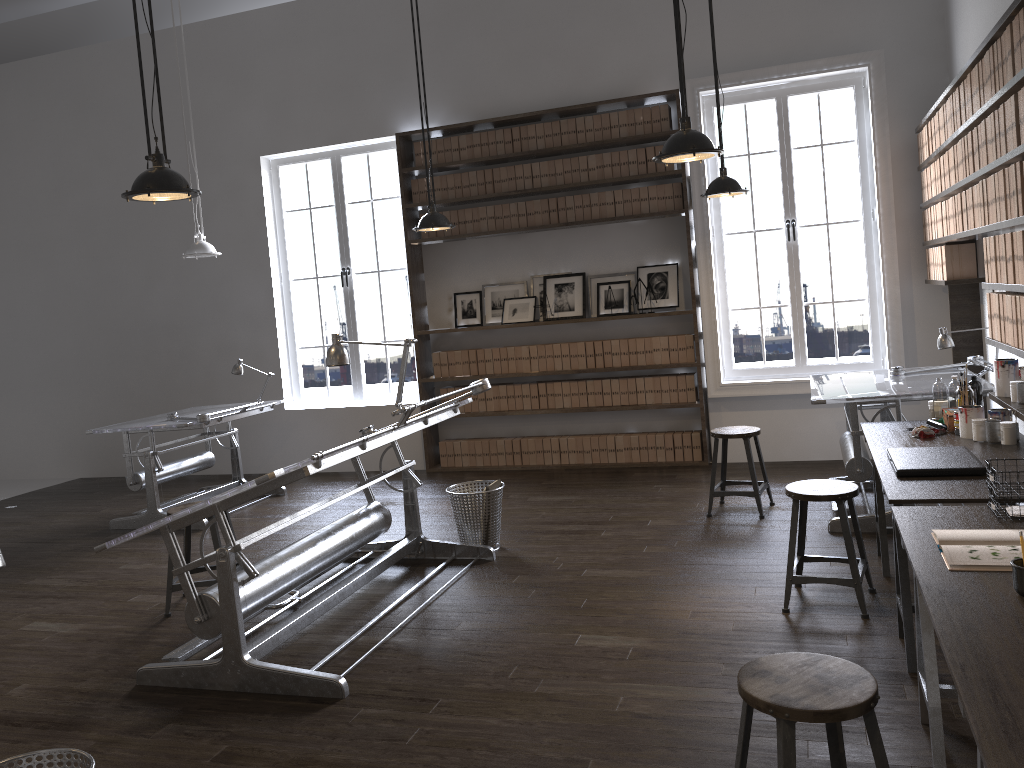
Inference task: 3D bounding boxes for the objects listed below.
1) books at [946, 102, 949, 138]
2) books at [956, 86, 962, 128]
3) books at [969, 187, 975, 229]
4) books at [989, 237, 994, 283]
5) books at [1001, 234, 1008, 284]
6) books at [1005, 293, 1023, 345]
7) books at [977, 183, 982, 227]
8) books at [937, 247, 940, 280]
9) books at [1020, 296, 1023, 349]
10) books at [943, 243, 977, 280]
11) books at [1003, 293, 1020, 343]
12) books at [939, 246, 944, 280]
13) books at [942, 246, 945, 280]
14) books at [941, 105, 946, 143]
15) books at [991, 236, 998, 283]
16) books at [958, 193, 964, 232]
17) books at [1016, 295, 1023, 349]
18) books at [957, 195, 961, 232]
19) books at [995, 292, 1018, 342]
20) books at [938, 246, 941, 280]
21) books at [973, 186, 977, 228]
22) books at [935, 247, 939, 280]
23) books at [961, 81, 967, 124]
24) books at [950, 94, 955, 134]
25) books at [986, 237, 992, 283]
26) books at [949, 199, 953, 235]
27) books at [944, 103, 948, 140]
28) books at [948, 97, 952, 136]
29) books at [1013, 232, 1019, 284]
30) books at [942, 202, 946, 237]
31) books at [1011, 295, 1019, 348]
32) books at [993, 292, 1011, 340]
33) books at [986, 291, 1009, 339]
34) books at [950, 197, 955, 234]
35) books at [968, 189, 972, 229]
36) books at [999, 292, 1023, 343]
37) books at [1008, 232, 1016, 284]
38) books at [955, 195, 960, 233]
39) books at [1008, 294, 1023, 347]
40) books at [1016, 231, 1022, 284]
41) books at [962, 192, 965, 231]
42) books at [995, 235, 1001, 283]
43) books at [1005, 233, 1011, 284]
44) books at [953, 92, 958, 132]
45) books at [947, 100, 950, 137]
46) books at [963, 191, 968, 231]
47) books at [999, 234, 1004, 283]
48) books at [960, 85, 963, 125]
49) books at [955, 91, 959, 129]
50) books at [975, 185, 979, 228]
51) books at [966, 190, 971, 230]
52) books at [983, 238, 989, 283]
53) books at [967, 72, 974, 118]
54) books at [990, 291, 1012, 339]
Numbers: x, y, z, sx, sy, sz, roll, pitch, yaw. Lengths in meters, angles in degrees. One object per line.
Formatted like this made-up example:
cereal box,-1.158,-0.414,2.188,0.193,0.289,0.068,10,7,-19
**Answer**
books,2.614,-1.532,5.119,0.174,0.225,0.067,-4,3,19
books,2.478,-1.482,4.726,0.174,0.225,0.067,-4,3,19
books,2.461,-0.909,4.555,0.174,0.225,0.067,-4,3,19
books,2.359,-0.592,4.174,0.174,0.225,0.067,-4,3,19
books,2.270,-0.559,3.914,0.174,0.225,0.067,-4,3,19
books,2.292,-0.290,3.918,0.174,0.225,0.067,-4,3,19
books,2.398,-0.885,4.363,0.174,0.225,0.067,-4,3,19
books,2.911,-0.802,5.848,0.174,0.225,0.067,-4,3,19
books,2.210,-0.257,3.658,0.174,0.225,0.067,-4,3,19
books,2.829,-0.770,5.593,0.174,0.225,0.067,-4,3,19
books,2.318,-0.298,3.983,0.174,0.225,0.067,-4,3,19
books,2.868,-0.786,5.727,0.174,0.225,0.067,-4,3,19
books,2.852,-0.779,5.658,0.174,0.225,0.067,-4,3,19
books,2.653,-1.548,5.254,0.174,0.225,0.067,-4,3,19
books,2.334,-0.584,4.112,0.174,0.225,0.067,-4,3,19
books,2.573,-0.952,4.891,0.174,0.225,0.067,-4,3,19
books,2.228,-0.265,3.721,0.174,0.225,0.067,-4,3,19
books,2.601,-0.961,4.960,0.174,0.225,0.067,-4,3,19
books,2.356,-0.315,4.117,0.174,0.225,0.067,-4,3,19
books,2.893,-0.795,5.788,0.174,0.225,0.067,-4,3,19
books,2.444,-0.902,4.490,0.174,0.225,0.067,-4,3,19
books,2.932,-0.811,5.918,0.174,0.225,0.067,-4,3,19
books,2.433,-1.465,4.587,0.174,0.225,0.067,-4,3,19
books,2.540,-1.506,4.918,0.174,0.225,0.067,-4,3,19
books,2.377,-0.600,4.234,0.174,0.225,0.067,-4,3,19
books,2.684,-0.993,5.220,0.174,0.225,0.067,-4,3,19
books,2.635,-1.540,5.186,0.174,0.225,0.067,-4,3,19
books,2.563,-1.515,4.987,0.174,0.225,0.067,-4,3,19
books,2.206,-0.533,3.704,0.174,0.225,0.067,-4,3,19
books,2.775,-1.028,5.496,0.174,0.225,0.067,-4,3,19
books,2.244,-0.272,3.782,0.174,0.225,0.067,-4,3,19
books,2.381,-0.323,4.185,0.174,0.225,0.067,-4,3,19
books,2.418,-0.338,4.309,0.174,0.225,0.067,-4,3,19
books,2.658,-0.984,5.152,0.174,0.225,0.067,-4,3,19
books,2.487,-0.918,4.617,0.174,0.225,0.067,-4,3,19
books,2.338,-0.306,4.050,0.174,0.225,0.067,-4,3,19
books,2.223,-0.542,3.776,0.174,0.225,0.067,-4,3,19
books,2.619,-0.968,5.022,0.174,0.225,0.067,-4,3,19
books,2.266,-0.281,3.850,0.174,0.225,0.067,-4,3,19
books,2.179,-0.524,3.633,0.174,0.225,0.067,-4,3,19
books,2.554,-0.943,4.818,0.174,0.225,0.067,-4,3,19
books,2.318,-0.576,4.047,0.174,0.225,0.067,-4,3,19
books,2.252,-0.551,3.845,0.174,0.225,0.067,-4,3,19
books,2.525,-1.499,4.857,0.174,0.225,0.067,-4,3,19
books,2.589,-1.524,5.054,0.174,0.225,0.067,-4,3,19
books,2.528,-0.934,4.752,0.174,0.225,0.067,-4,3,19
books,2.296,-0.568,3.980,0.174,0.225,0.067,-4,3,19
books,2.460,-1.474,4.653,0.174,0.225,0.067,-4,3,19
books,2.506,-1.491,4.794,0.174,0.225,0.067,-4,3,19
books,2.423,-0.894,4.431,0.174,0.225,0.067,-4,3,19
books,2.509,-0.926,4.684,0.174,0.225,0.067,-4,3,19
books,2.398,-0.608,4.304,0.174,0.225,0.067,-4,3,19
books,2.366,-1.440,4.389,0.174,0.225,0.067,-4,3,19
books,2.402,-0.331,4.244,0.174,0.225,0.067,-4,3,19
